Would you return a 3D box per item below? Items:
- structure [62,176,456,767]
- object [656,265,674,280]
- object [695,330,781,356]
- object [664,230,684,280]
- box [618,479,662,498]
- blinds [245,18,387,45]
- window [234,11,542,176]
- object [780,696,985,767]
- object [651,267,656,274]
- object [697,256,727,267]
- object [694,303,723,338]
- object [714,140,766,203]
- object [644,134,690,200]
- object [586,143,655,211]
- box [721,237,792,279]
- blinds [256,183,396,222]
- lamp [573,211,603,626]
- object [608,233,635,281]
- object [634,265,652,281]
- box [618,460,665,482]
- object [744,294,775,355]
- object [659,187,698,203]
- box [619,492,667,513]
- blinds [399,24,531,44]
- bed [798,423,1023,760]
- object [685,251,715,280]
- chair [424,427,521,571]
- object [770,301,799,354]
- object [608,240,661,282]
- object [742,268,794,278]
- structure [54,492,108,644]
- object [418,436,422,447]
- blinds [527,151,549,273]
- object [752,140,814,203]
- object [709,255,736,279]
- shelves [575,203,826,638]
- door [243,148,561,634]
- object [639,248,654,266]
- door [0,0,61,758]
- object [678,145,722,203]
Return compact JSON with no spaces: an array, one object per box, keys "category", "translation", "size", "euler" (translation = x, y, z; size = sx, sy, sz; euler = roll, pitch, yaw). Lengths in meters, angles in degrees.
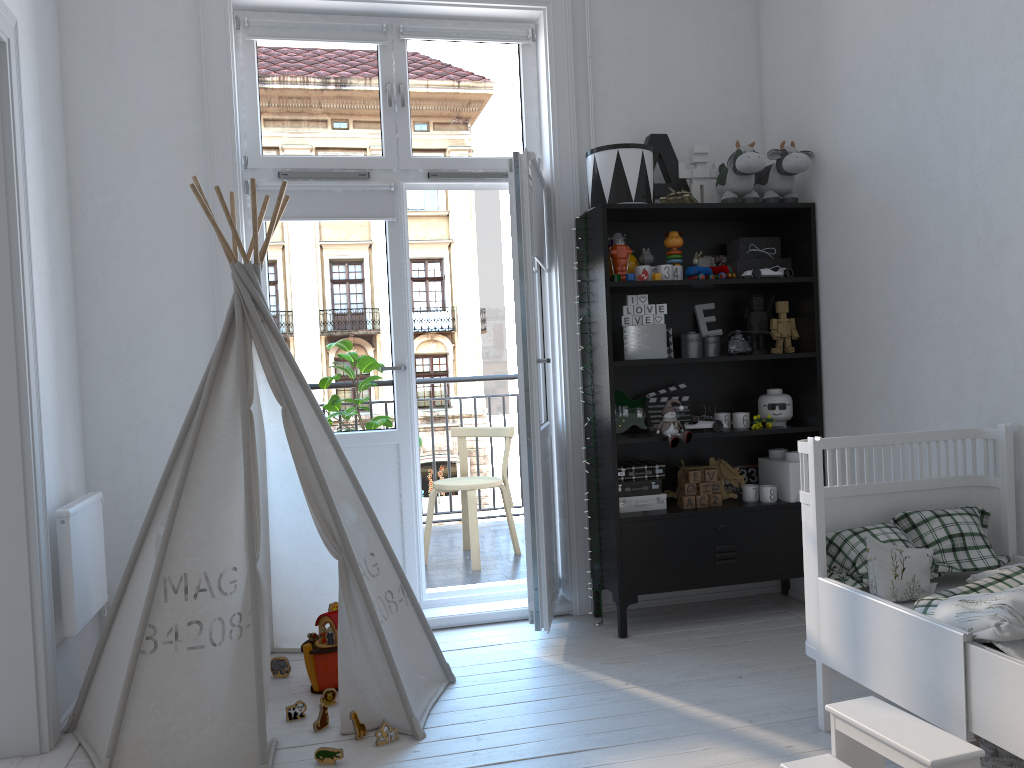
[{"category":"structure","translation":[-0.827,0.186,2.865],"size":[1.142,1.750,1.143],"euler":[-4,2,-37]},{"category":"object","translation":[0.610,-0.439,3.535],"size":[0.067,0.067,0.067],"euler":[-3,1,-12]},{"category":"object","translation":[0.936,-0.170,3.684],"size":[0.368,0.106,0.349],"euler":[-3,1,-11]},{"category":"object","translation":[0.656,-0.515,3.584],"size":[0.077,0.213,0.077],"euler":[-2,2,20]},{"category":"box","translation":[0.481,0.419,3.625],"size":[0.215,0.062,0.179],"euler":[-3,1,-13]},{"category":"blinds","translation":[-0.797,-1.441,3.626],"size":[0.565,0.087,0.032],"euler":[-3,1,-13]},{"category":"window","translation":[-0.492,-1.207,3.721],"size":[1.263,0.660,0.101],"euler":[-3,2,-13]},{"category":"object","translation":[0.800,0.872,1.924],"size":[0.288,0.246,0.332],"euler":[-3,1,-18]},{"category":"object","translation":[0.564,-0.437,3.584],"size":[0.067,0.067,0.067],"euler":[-4,2,-39]},{"category":"object","translation":[0.970,-0.496,3.861],"size":[0.347,0.132,0.037],"euler":[-3,1,-13]},{"category":"object","translation":[0.846,-0.275,3.824],"size":[0.107,0.151,0.055],"euler":[-3,1,-13]},{"category":"object","translation":[0.920,-0.843,3.629],"size":[0.154,0.253,0.370],"euler":[-3,1,-5]},{"category":"object","translation":[0.623,-0.881,3.761],"size":[0.343,0.344,0.057],"euler":[-3,2,-13]},{"category":"object","translation":[0.455,-0.829,3.646],"size":[0.272,0.259,0.394],"euler":[-2,1,16]},{"category":"box","translation":[1.043,-0.525,3.769],"size":[0.251,0.189,0.179],"euler":[-3,1,-13]},{"category":"blinds","translation":[-0.764,-0.748,3.644],"size":[0.565,0.158,0.032],"euler":[-3,2,-13]},{"category":"lamp","translation":[0.747,0.121,3.728],"size":[0.985,1.684,0.095],"euler":[-3,2,-15]},{"category":"object","translation":[0.433,-0.499,3.509],"size":[0.105,0.203,0.072],"euler":[-3,1,-5]},{"category":"object","translation":[0.522,-0.435,3.530],"size":[0.067,0.067,0.067],"euler":[-3,1,-12]},{"category":"box","translation":[0.496,0.356,3.629],"size":[0.215,0.062,0.179],"euler":[-3,1,-13]},{"category":"object","translation":[1.052,-0.253,3.762],"size":[0.117,0.259,0.081],"euler":[-3,1,-13]},{"category":"object","translation":[0.671,-0.759,3.586],"size":[0.121,0.100,0.338],"euler":[-2,1,22]},{"category":"box","translation":[0.502,0.479,3.631],"size":[0.215,0.062,0.179],"euler":[-3,1,-13]},{"category":"blinds","translation":[-0.193,-1.485,3.766],"size":[0.565,0.060,0.032],"euler":[-3,1,-13]},{"category":"bed","translation":[1.310,0.553,2.007],"size":[0.670,0.833,1.404],"euler":[-3,1,-13]},{"category":"object","translation":[0.764,-0.476,3.610],"size":[0.121,0.126,0.087],"euler":[-4,2,-36]},{"category":"chair","translation":[-0.228,0.603,4.865],"size":[0.436,0.715,0.498],"euler":[-2,2,32]},{"category":"object","translation":[1.140,-0.237,3.719],"size":[0.114,0.221,0.052],"euler":[-3,2,-13]},{"category":"object","translation":[0.450,-0.496,3.585],"size":[0.197,0.197,0.318],"euler":[-3,1,-17]},{"category":"object","translation":[1.043,-0.451,3.627],"size":[0.230,0.048,0.098],"euler":[-3,1,-23]},{"category":"structure","translation":[-1.457,0.618,3.050],"size":[0.075,0.460,0.635],"euler":[-3,1,-17]},{"category":"object","translation":[-0.829,0.376,4.749],"size":[0.720,1.225,0.489],"euler":[-3,1,-3]},{"category":"blinds","translation":[0.113,-0.671,3.560],"size":[0.032,0.390,0.565],"euler":[-2,1,7]},{"category":"object","translation":[1.067,-0.851,3.668],"size":[0.211,0.253,0.386],"euler":[-3,1,-29]},{"category":"object","translation":[0.862,-0.482,3.675],"size":[0.087,0.112,0.122],"euler":[-4,2,-42]},{"category":"shelves","translation":[0.786,0.124,3.672],"size":[0.911,1.678,0.353],"euler":[-3,2,-13]},{"category":"door","translation":[-0.387,0.043,3.511],"size":[1.263,1.839,0.636],"euler":[-3,1,-11]},{"category":"object","translation":[0.560,-0.486,3.688],"size":[0.063,0.160,0.063],"euler":[-4,2,-34]},{"category":"door","translation":[-1.553,0.012,2.383],"size":[0.505,2.177,1.465],"euler":[-3,2,-28]},{"category":"object","translation":[0.799,-0.863,3.771],"size":[0.190,0.290,0.065],"euler":[-3,1,-8]}]
